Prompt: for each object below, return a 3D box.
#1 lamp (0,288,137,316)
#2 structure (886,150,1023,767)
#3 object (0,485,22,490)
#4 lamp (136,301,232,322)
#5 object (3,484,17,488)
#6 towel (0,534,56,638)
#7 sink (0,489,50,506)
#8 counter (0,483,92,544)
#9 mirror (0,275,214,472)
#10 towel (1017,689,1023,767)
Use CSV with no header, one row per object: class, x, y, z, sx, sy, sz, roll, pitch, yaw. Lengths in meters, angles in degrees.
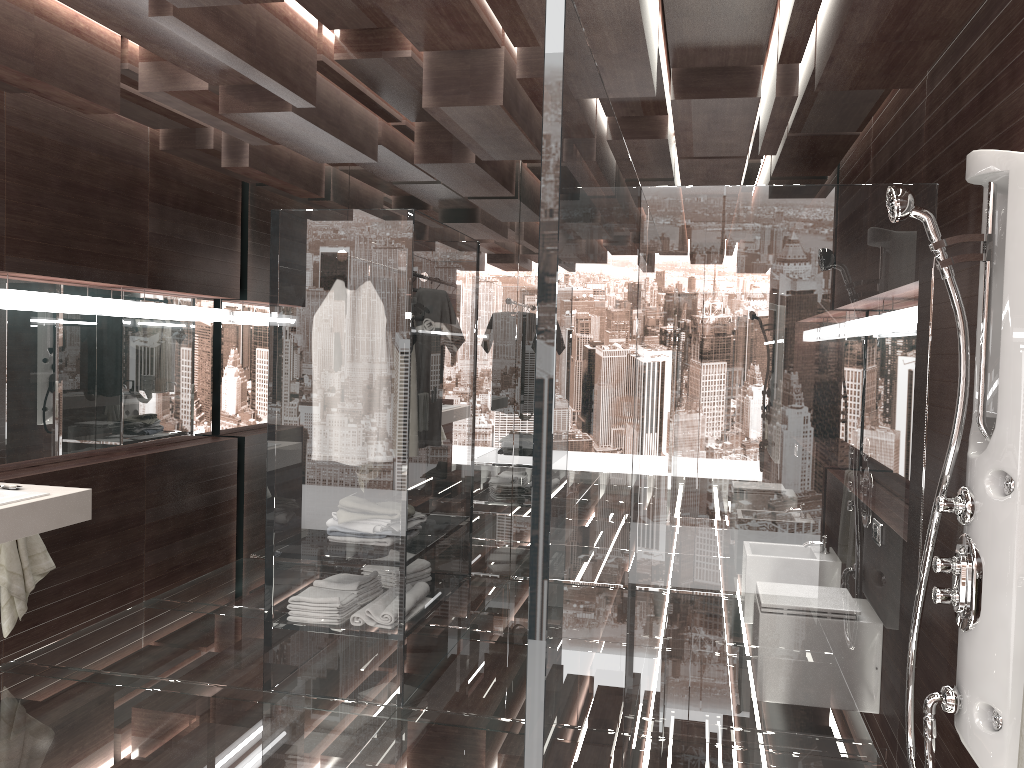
lamp,-2.200,-0.400,4.410,0.082,0.082,0.950,2,2,12
structure,1.086,0.236,2.158,0.354,1.560,0.323,3,3,32
object,-2.095,0.433,3.704,0.108,0.011,0.065,3,3,33
lamp,-1.989,-0.434,5.396,0.082,0.082,0.950,2,2,12
object,-2.095,0.426,3.703,0.066,0.016,0.035,3,3,32
towel,-2.172,0.780,3.933,0.156,0.678,0.368,2,2,12
sink,-2.150,0.387,3.302,0.427,0.193,0.681,2,2,12
counter,-2.228,0.534,2.864,0.488,0.131,1.954,2,2,12
mirror,-0.521,0.050,3.008,4.126,0.916,5.081,2,2,12
towel,0.996,0.672,1.603,0.097,0.414,0.352,2,2,5
